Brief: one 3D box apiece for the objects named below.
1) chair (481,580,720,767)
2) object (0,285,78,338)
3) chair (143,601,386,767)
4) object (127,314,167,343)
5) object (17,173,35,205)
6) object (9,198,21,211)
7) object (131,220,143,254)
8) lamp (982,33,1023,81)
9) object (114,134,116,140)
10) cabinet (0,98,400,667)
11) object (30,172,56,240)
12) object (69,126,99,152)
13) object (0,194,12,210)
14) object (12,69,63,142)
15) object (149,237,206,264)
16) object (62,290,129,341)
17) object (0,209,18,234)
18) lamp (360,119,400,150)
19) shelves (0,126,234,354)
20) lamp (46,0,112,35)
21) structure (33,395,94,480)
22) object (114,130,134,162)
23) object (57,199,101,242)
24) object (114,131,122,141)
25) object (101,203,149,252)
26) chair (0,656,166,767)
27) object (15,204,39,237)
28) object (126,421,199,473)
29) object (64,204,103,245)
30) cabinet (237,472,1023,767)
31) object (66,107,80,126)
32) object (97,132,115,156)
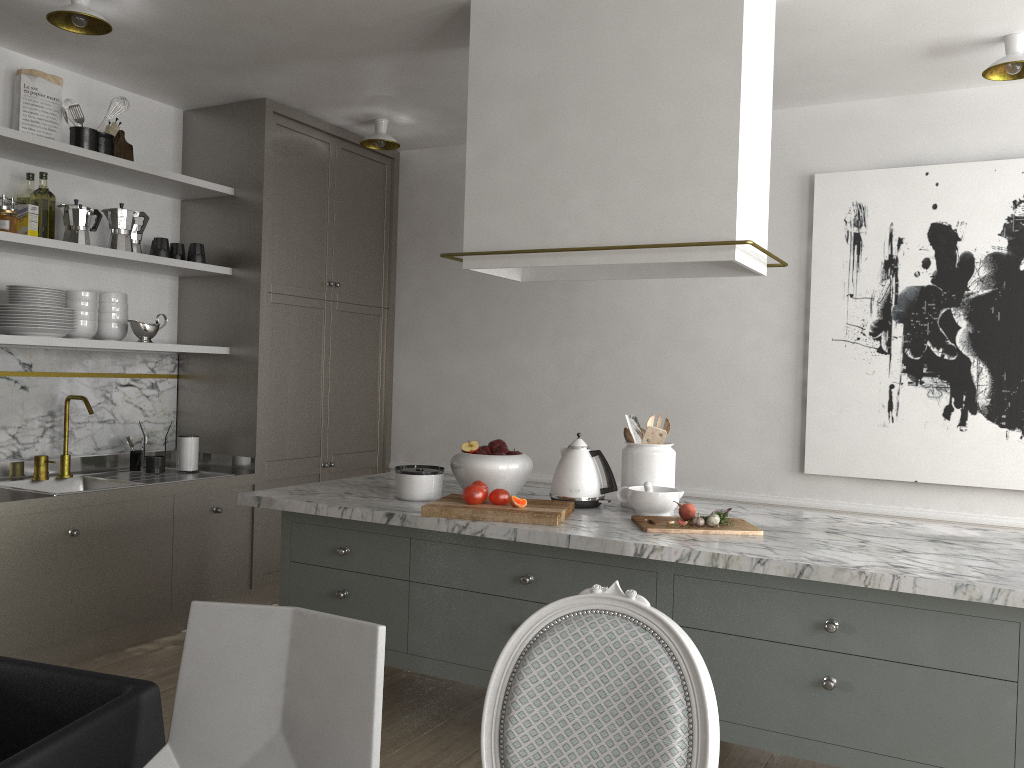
[{"bbox_3d":[0.026,0.712,1.143,0.480,0.833,0.505,2,1,26],"label":"chair"},{"bbox_3d":[-1.862,-0.279,3.463,0.300,0.195,0.306,2,1,24],"label":"object"},{"bbox_3d":[-0.441,0.745,1.294,0.470,0.745,0.439,2,1,18],"label":"chair"},{"bbox_3d":[-1.591,-0.244,3.873,0.102,0.135,0.210,2,1,20],"label":"object"},{"bbox_3d":[-1.923,-0.698,3.534,0.066,0.282,0.066,2,1,18],"label":"object"},{"bbox_3d":[-1.962,-0.644,3.479,0.059,0.172,0.059,1,1,-35],"label":"object"},{"bbox_3d":[-1.664,-0.635,3.887,0.087,0.167,0.138,1,1,-38],"label":"object"},{"bbox_3d":[1.755,-1.148,3.098,0.197,0.130,0.197,2,1,13],"label":"lamp"},{"bbox_3d":[-1.727,-1.017,3.850,0.023,0.185,0.092,2,1,38],"label":"object"},{"bbox_3d":[-2.366,-0.147,2.826,0.947,2.377,5.433,2,1,28],"label":"cabinet"},{"bbox_3d":[-1.850,-0.696,3.497,0.089,0.282,0.082,2,1,23],"label":"object"},{"bbox_3d":[-1.756,-0.983,3.634,0.108,0.118,0.108,2,1,19],"label":"object"},{"bbox_3d":[-1.959,-0.643,3.414,0.059,0.172,0.059,2,1,1],"label":"object"},{"bbox_3d":[-1.903,-1.091,3.570,0.074,0.327,0.183,2,1,37],"label":"object"},{"bbox_3d":[-1.542,-0.598,4.037,0.173,0.098,0.264,2,1,37],"label":"object"},{"bbox_3d":[-1.790,-0.291,3.809,0.149,0.216,0.309,2,1,21],"label":"object"},{"bbox_3d":[-1.917,-0.606,3.359,0.078,0.101,0.078,2,1,-16],"label":"object"},{"bbox_3d":[-0.650,-1.237,4.385,0.197,0.130,0.197,2,1,33],"label":"lamp"},{"bbox_3d":[-1.784,-0.537,3.647,0.352,0.775,1.339,2,1,28],"label":"shelves"},{"bbox_3d":[-1.428,-1.246,2.931,0.197,0.130,0.197,1,1,-27],"label":"lamp"},{"bbox_3d":[-1.848,0.220,3.639,0.195,0.347,0.167,2,1,36],"label":"structure"},{"bbox_3d":[-1.693,-1.016,3.859,0.038,0.183,0.092,2,1,38],"label":"object"},{"bbox_3d":[-1.796,-0.660,3.682,0.175,0.212,0.111,2,1,-26],"label":"object"},{"bbox_3d":[-1.704,-1.016,3.856,0.038,0.183,0.092,2,1,38],"label":"object"},{"bbox_3d":[-1.632,-0.655,3.732,0.175,0.212,0.111,2,1,-1],"label":"object"},{"bbox_3d":[-0.946,0.803,1.443,0.569,0.597,0.609,2,1,18],"label":"chair"},{"bbox_3d":[-1.896,-0.626,3.462,0.077,0.141,0.044,2,1,23],"label":"object"},{"bbox_3d":[-1.572,0.280,3.992,0.307,0.229,0.144,2,1,-19],"label":"object"},{"bbox_3d":[-1.712,-0.633,3.531,0.138,0.167,0.087,2,1,24],"label":"object"},{"bbox_3d":[0.336,0.759,2.734,2.360,0.721,0.870,2,1,28],"label":"cabinet"},{"bbox_3d":[-1.803,-1.072,3.667,0.085,0.148,0.050,2,1,0],"label":"object"},{"bbox_3d":[-1.742,-0.988,3.746,0.112,0.128,0.112,2,1,12],"label":"object"}]
